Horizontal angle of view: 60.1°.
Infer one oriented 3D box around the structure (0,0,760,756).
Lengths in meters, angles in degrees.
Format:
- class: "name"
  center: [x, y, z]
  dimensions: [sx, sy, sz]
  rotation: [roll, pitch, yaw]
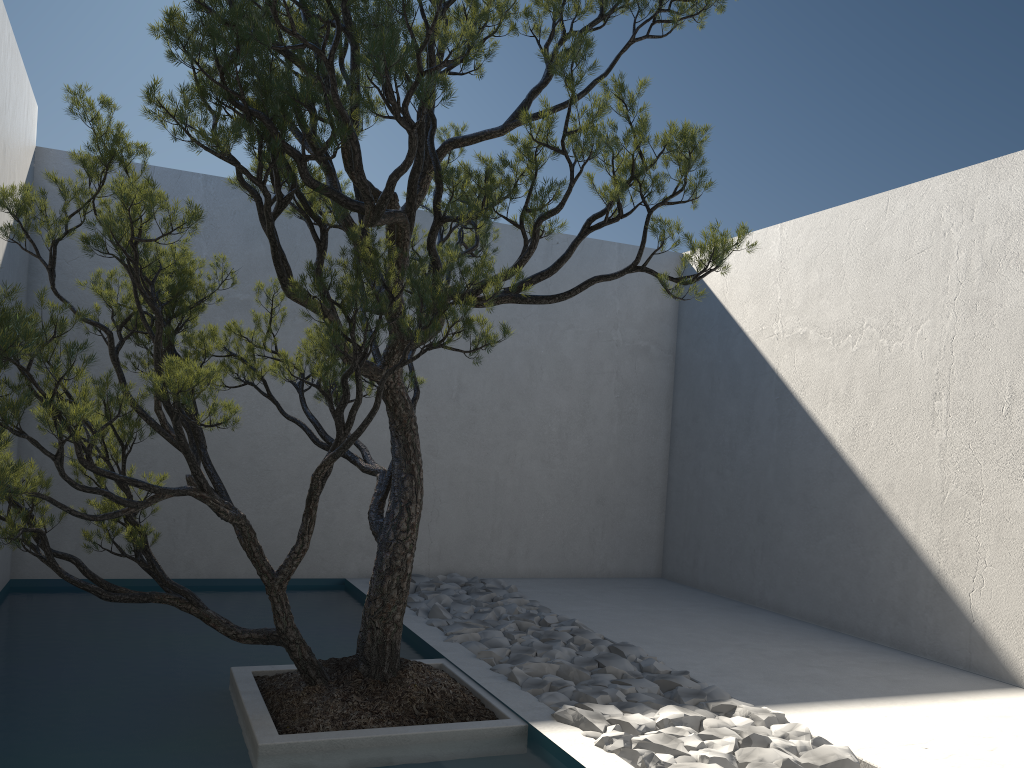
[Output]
- class: "structure"
  center: [-0.687, -0.236, 3.310]
  dimensions: [2.592, 3.468, 2.517]
  rotation: [4, -1, -30]
